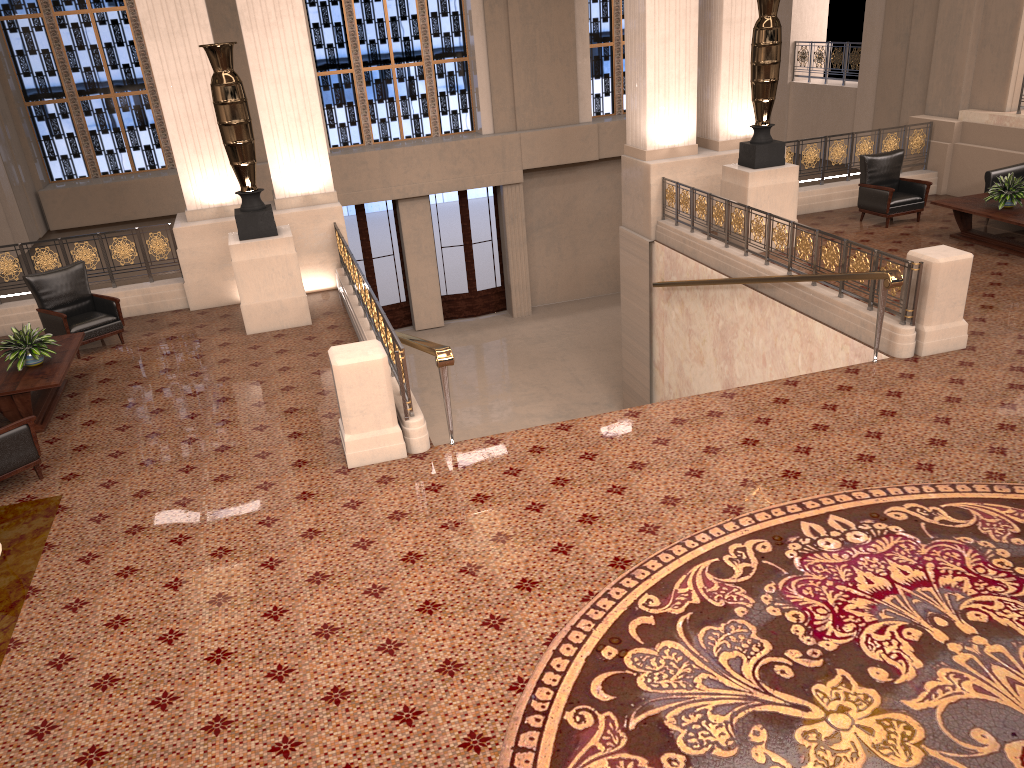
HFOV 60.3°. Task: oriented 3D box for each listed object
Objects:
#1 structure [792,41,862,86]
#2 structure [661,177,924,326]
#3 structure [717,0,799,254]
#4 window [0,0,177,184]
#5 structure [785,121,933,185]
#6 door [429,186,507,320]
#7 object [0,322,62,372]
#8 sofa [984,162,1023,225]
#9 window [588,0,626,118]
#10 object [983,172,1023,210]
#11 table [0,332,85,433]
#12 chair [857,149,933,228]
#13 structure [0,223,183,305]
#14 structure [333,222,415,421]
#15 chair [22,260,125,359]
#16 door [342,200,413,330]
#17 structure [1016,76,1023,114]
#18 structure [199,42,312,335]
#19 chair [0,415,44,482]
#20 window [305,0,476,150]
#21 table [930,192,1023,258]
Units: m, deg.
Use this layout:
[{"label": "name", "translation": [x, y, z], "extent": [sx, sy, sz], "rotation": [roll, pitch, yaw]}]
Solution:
[{"label": "structure", "translation": [5.521, -5.616, 15.410], "extent": [0.031, 0.700, 2.069], "rotation": [-12, 24, -13]}, {"label": "structure", "translation": [2.636, -1.573, 9.379], "extent": [0.079, 0.563, 4.740], "rotation": [-12, 24, -14]}, {"label": "structure", "translation": [2.955, -3.044, 10.413], "extent": [0.697, 2.922, 0.671], "rotation": [-11, 28, -12]}, {"label": "window", "translation": [-7.279, -6.440, 15.214], "extent": [2.974, 5.616, 0.066], "rotation": [-11, 28, -12]}, {"label": "structure", "translation": [4.799, -3.207, 12.428], "extent": [2.523, 0.686, 0.031], "rotation": [-10, 28, -12]}, {"label": "door", "translation": [-0.917, -2.738, 18.418], "extent": [1.485, 2.855, 0.149], "rotation": [-11, 28, -12]}, {"label": "object", "translation": [-4.250, -0.343, 7.696], "extent": [0.501, 0.394, 0.502], "rotation": [3, 26, 17]}, {"label": "sofa", "translation": [6.484, -2.092, 10.211], "extent": [0.871, 0.741, 1.845], "rotation": [-11, 24, -13]}, {"label": "window", "translation": [2.675, -8.258, 17.329], "extent": [2.974, 5.616, 0.066], "rotation": [-11, 28, -12]}, {"label": "object", "translation": [5.572, -2.177, 9.876], "extent": [0.501, 0.394, 0.502], "rotation": [3, 26, 17]}, {"label": "table", "translation": [-4.345, 0.014, 7.969], "extent": [0.835, 0.457, 1.416], "rotation": [-11, 24, -13]}, {"label": "chair", "translation": [4.913, -2.529, 11.382], "extent": [0.643, 0.884, 0.690], "rotation": [-13, 27, -17]}, {"label": "structure", "translation": [-5.213, -1.378, 10.301], "extent": [2.523, 0.686, 0.031], "rotation": [-10, 28, -12]}, {"label": "structure", "translation": [-1.422, -0.832, 8.517], "extent": [0.079, 0.563, 4.737], "rotation": [-11, 24, -13]}, {"label": "chair", "translation": [-4.610, -0.788, 9.356], "extent": [0.706, 0.884, 0.628], "rotation": [16, 33, 36]}, {"label": "door", "translation": [-2.919, -2.372, 17.993], "extent": [1.485, 2.855, 0.149], "rotation": [-11, 28, -12]}, {"label": "structure", "translation": [7.164, -3.231, 9.934], "extent": [0.032, 0.655, 3.546], "rotation": [-12, 24, -13]}, {"label": "structure", "translation": [-2.729, -2.006, 9.205], "extent": [0.697, 2.922, 0.671], "rotation": [-11, 28, -12]}, {"label": "chair", "translation": [-3.984, 0.387, 6.493], "extent": [0.640, 0.884, 0.693], "rotation": [13, 31, 32]}, {"label": "window", "translation": [-2.386, -7.333, 16.254], "extent": [2.974, 5.616, 0.066], "rotation": [-11, 28, -12]}, {"label": "table", "translation": [5.615, -1.805, 10.085], "extent": [0.835, 0.457, 1.416], "rotation": [-11, 24, -13]}]
